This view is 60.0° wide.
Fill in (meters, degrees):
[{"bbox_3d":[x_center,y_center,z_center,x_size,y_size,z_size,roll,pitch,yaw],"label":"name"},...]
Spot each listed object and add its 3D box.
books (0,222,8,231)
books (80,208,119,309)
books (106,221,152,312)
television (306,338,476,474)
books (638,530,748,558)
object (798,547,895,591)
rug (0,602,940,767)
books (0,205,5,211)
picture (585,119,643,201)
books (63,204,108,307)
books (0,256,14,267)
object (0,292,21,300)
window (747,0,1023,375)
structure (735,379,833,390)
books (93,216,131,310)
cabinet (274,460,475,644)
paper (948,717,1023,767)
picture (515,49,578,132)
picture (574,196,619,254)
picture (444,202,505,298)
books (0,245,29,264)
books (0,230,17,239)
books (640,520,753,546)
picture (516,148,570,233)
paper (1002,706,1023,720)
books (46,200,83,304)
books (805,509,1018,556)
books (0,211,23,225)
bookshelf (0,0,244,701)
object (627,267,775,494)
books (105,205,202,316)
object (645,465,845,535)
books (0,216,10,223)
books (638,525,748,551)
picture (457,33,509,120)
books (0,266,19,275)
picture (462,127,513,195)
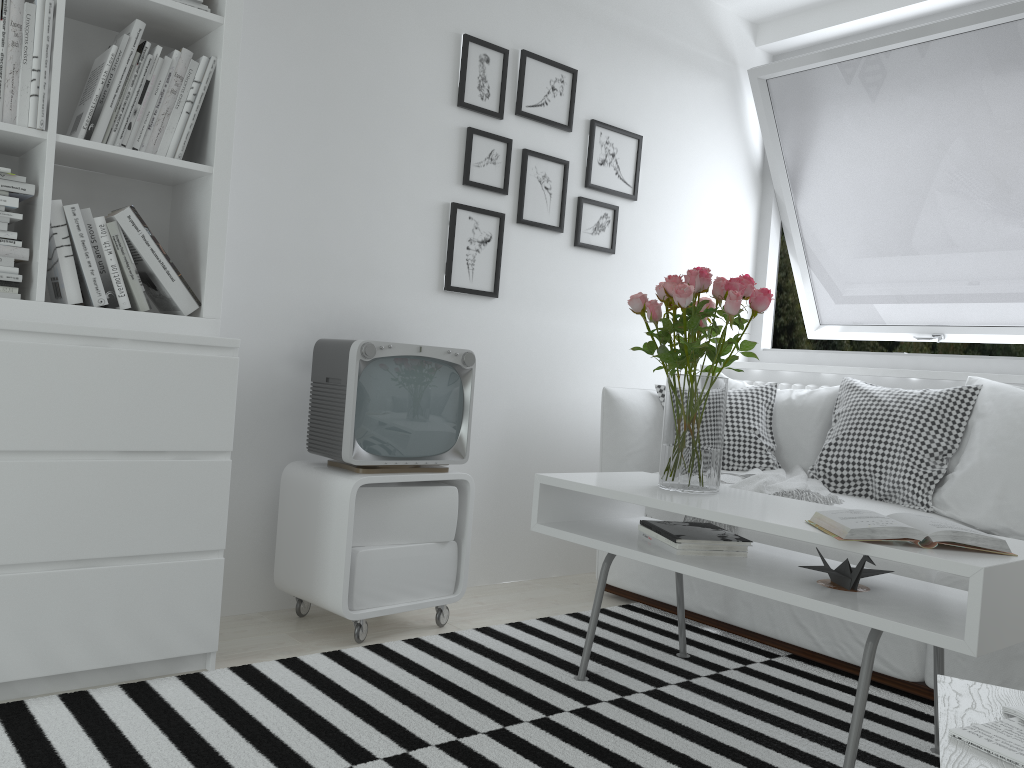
[{"bbox_3d":[-1.292,-0.366,1.980,0.263,0.017,0.167,4,1,-40],"label":"books"},{"bbox_3d":[-1.024,-0.301,2.157,0.104,0.232,0.152,4,1,-40],"label":"books"},{"bbox_3d":[-0.972,-0.287,2.200,0.118,0.213,0.161,4,1,-40],"label":"books"},{"bbox_3d":[-0.356,0.066,2.657,0.414,0.374,0.273,4,1,-40],"label":"television"},{"bbox_3d":[0.467,0.416,2.318,0.191,0.014,0.259,4,1,-13],"label":"books"},{"bbox_3d":[0.739,0.405,1.979,0.194,0.088,0.186,5,1,39],"label":"object"},{"bbox_3d":[-0.006,0.774,1.601,4.362,0.004,1.846,4,1,-40],"label":"rug"},{"bbox_3d":[-1.285,-0.405,1.969,0.256,0.013,0.161,4,1,-40],"label":"books"},{"bbox_3d":[0.412,-0.895,3.562,0.290,0.266,0.019,4,1,-40],"label":"picture"},{"bbox_3d":[-1.047,-0.304,2.135,0.112,0.235,0.172,4,1,-40],"label":"books"},{"bbox_3d":[-1.287,-0.287,1.987,0.273,0.021,0.174,4,1,-40],"label":"books"},{"bbox_3d":[-1.313,-0.212,2.009,0.314,0.014,0.232,4,1,-40],"label":"object"},{"bbox_3d":[1.597,-0.703,6.802,4.514,8.137,12.055,4,1,-40],"label":"window"},{"bbox_3d":[1.531,0.358,3.410,0.206,0.660,1.655,4,1,-40],"label":"structure"},{"bbox_3d":[-1.005,-0.293,2.179,0.101,0.218,0.161,4,1,-40],"label":"books"},{"bbox_3d":[-0.415,0.488,2.687,0.350,0.477,0.467,5,1,44],"label":"cabinet"},{"bbox_3d":[0.522,0.300,0.641,0.205,0.015,0.312,4,1,-25],"label":"paper"},{"bbox_3d":[0.132,-1.091,3.312,0.275,0.236,0.021,4,1,-40],"label":"picture"},{"bbox_3d":[0.337,-0.627,3.522,0.218,0.194,0.017,4,1,-40],"label":"picture"},{"bbox_3d":[-0.130,-0.470,3.145,0.232,0.306,0.019,4,1,-40],"label":"picture"},{"bbox_3d":[-1.279,-0.310,2.012,0.296,0.028,0.180,4,1,-40],"label":"books"},{"bbox_3d":[-1.295,-0.350,1.997,0.288,0.016,0.182,4,1,-40],"label":"books"},{"bbox_3d":[0.476,0.389,2.322,0.207,0.012,0.257,4,1,-12],"label":"books"},{"bbox_3d":[0.118,-0.723,3.333,0.225,0.274,0.018,4,1,-40],"label":"picture"},{"bbox_3d":[0.522,0.297,0.641,0.205,0.024,0.312,5,1,10],"label":"paper"},{"bbox_3d":[-1.087,-0.309,2.115,0.093,0.239,0.172,4,1,-40],"label":"books"},{"bbox_3d":[0.812,0.299,1.833,0.342,0.040,0.231,4,1,2],"label":"books"},{"bbox_3d":[-1.274,-0.392,1.989,0.285,0.012,0.159,4,1,-40],"label":"books"},{"bbox_3d":[-1.384,-0.549,1.822,1.595,2.416,0.440,4,1,-40],"label":"bookshelf"},{"bbox_3d":[0.480,-0.015,2.356,0.327,0.599,0.350,4,1,-20],"label":"object"},{"bbox_3d":[-0.920,-0.305,2.246,0.226,0.255,0.176,4,1,-40],"label":"books"},{"bbox_3d":[0.911,0.426,3.085,0.831,0.291,0.670,4,1,-41],"label":"object"},{"bbox_3d":[-1.280,-0.380,1.978,0.254,0.012,0.161,4,1,-40],"label":"books"},{"bbox_3d":[0.468,0.401,2.323,0.191,0.014,0.254,4,1,-15],"label":"books"},{"bbox_3d":[-0.100,-1.078,3.123,0.196,0.248,0.018,4,1,-40],"label":"picture"},{"bbox_3d":[-1.287,-0.268,1.988,0.288,0.016,0.182,4,1,-40],"label":"books"},{"bbox_3d":[-0.085,-0.791,3.158,0.196,0.202,0.018,4,1,-40],"label":"picture"}]
